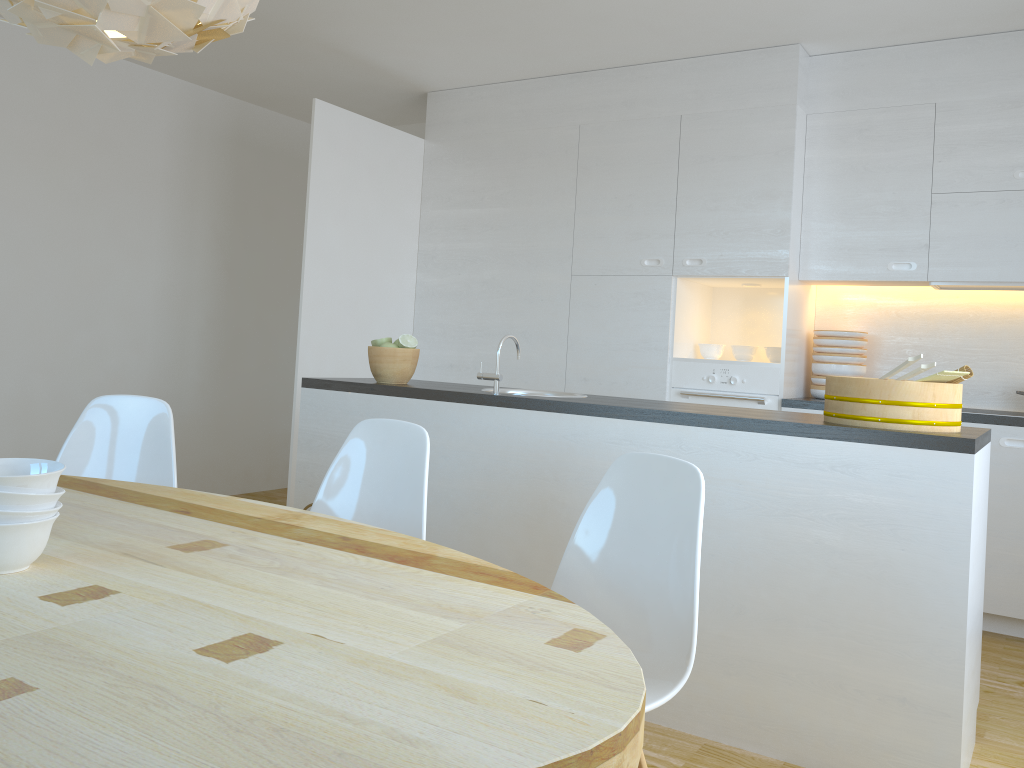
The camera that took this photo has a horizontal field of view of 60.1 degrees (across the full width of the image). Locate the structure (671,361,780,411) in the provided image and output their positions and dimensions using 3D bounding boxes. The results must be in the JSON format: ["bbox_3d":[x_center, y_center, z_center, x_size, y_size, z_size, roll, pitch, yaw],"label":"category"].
[{"bbox_3d":[1.060,0.198,4.486,0.561,0.597,0.049,4,-1,32],"label":"structure"}]

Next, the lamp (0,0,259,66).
[{"bbox_3d":[-0.692,-1.134,1.566,0.640,1.136,0.645,3,-1,31],"label":"lamp"}]

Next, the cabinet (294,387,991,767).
[{"bbox_3d":[0.304,0.552,3.154,2.404,0.911,0.599,4,0,32],"label":"cabinet"}]

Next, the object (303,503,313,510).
[{"bbox_3d":[-0.805,0.708,2.864,0.471,0.502,1.189,3,2,10],"label":"object"}]

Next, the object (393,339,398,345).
[{"bbox_3d":[-0.436,-0.136,3.553,0.086,0.099,0.102,3,0,-37],"label":"object"}]

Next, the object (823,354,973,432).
[{"bbox_3d":[1.146,0.020,2.619,0.378,0.214,0.430,3,2,-30],"label":"object"}]

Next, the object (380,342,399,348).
[{"bbox_3d":[-0.479,-0.121,3.484,0.097,0.085,0.081,3,0,-3],"label":"object"}]

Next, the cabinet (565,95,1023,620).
[{"bbox_3d":[1.799,-0.201,4.316,3.206,2.304,0.480,4,-1,32],"label":"cabinet"}]

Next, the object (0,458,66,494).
[{"bbox_3d":[-0.774,0.167,1.363,0.151,0.087,0.152,3,1,-30],"label":"object"}]

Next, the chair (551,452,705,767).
[{"bbox_3d":[0.095,0.597,1.755,0.522,0.903,0.430,4,-1,-38],"label":"chair"}]

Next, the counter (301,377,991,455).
[{"bbox_3d":[0.332,0.077,3.166,2.404,0.040,0.600,5,3,32],"label":"counter"}]

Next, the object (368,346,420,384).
[{"bbox_3d":[-0.473,-0.074,3.518,0.205,0.142,0.205,3,1,-7],"label":"object"}]

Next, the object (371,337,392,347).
[{"bbox_3d":[-0.524,-0.156,3.547,0.084,0.065,0.085,4,1,44],"label":"object"}]

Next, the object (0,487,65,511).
[{"bbox_3d":[-0.775,0.195,1.366,0.150,0.096,0.152,2,2,-41],"label":"object"}]

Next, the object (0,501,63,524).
[{"bbox_3d":[-0.779,0.219,1.363,0.151,0.093,0.152,3,1,-19],"label":"object"}]

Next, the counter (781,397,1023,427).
[{"bbox_3d":[2.320,0.161,4.043,2.004,0.040,0.599,5,3,32],"label":"counter"}]

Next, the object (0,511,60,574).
[{"bbox_3d":[-0.784,0.242,1.361,0.152,0.083,0.152,3,1,-19],"label":"object"}]

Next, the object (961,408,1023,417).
[{"bbox_3d":[2.326,0.144,4.044,0.655,0.013,0.561,5,3,32],"label":"object"}]

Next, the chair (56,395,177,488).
[{"bbox_3d":[-1.213,0.493,2.476,0.430,0.903,0.522,3,-1,2],"label":"chair"}]

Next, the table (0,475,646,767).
[{"bbox_3d":[-0.836,0.640,1.478,2.193,0.726,1.191,4,2,30],"label":"table"}]

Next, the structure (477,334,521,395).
[{"bbox_3d":[-0.042,-0.074,3.203,0.097,0.215,0.162,3,0,32],"label":"structure"}]

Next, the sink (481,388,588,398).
[{"bbox_3d":[0.080,0.109,3.360,0.403,0.157,0.405,3,2,-16],"label":"sink"}]

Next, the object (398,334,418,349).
[{"bbox_3d":[-0.412,-0.161,3.482,0.077,0.072,0.074,3,1,-33],"label":"object"}]
